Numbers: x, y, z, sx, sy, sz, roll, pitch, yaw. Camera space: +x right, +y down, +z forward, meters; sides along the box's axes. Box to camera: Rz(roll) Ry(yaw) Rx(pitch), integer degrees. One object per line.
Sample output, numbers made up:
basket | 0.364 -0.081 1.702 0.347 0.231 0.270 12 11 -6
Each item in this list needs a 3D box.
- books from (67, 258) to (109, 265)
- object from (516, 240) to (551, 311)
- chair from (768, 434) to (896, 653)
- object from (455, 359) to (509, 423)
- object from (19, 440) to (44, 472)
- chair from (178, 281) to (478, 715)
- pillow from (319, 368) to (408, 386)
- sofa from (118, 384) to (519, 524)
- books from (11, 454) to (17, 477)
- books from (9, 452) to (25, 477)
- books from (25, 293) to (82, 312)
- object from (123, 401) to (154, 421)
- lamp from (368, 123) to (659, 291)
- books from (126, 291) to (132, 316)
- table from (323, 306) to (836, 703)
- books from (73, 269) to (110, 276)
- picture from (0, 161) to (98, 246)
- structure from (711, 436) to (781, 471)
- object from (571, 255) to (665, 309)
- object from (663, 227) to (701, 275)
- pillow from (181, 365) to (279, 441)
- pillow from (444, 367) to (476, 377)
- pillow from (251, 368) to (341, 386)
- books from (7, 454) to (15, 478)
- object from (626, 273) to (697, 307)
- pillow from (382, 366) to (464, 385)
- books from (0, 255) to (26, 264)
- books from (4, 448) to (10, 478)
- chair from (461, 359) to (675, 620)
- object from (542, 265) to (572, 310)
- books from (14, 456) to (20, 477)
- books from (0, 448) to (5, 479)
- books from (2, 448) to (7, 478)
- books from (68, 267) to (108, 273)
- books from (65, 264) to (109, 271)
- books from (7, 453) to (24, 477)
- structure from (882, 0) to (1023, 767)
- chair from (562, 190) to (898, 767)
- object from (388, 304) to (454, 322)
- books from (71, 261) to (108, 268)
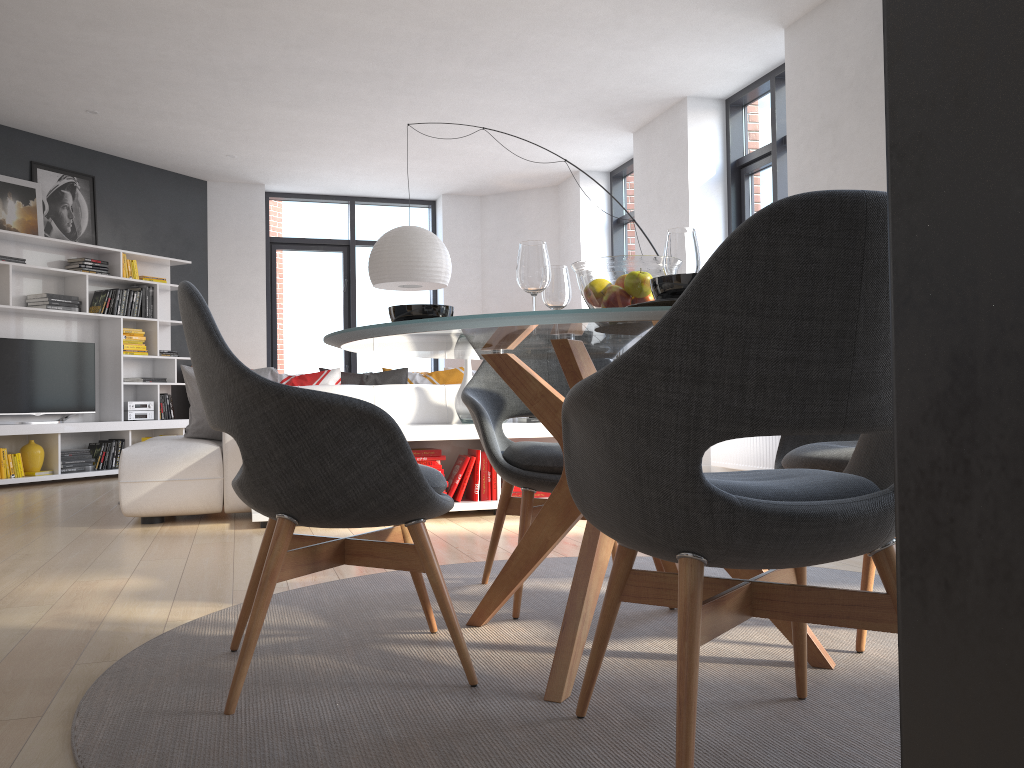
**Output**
books | -3.785 -1.086 7.914 0.209 0.030 0.266 -1 -1 21
object | 0.052 -0.225 2.100 0.083 0.220 0.083 -1 -1 11
chair | 1.045 0.202 2.422 0.619 0.891 0.655 -1 -1 -16
object | -0.166 0.023 5.035 0.316 0.398 0.319 -1 -1 7
object | -3.937 0.589 7.270 0.185 0.257 0.185 -1 -1 5
chair | -0.439 0.219 2.051 0.619 0.891 0.655 -1 -1 -16
pillow | -0.163 0.099 5.678 2.120 0.436 0.608 0 -1 -21
sofa | -0.797 0.392 6.324 3.424 0.732 2.614 -1 -1 -17
books | -4.012 0.651 7.077 0.134 0.187 0.046 -2 -1 28
books | -3.991 0.649 7.143 0.149 0.193 0.046 -2 -1 29
books | -3.937 -0.687 7.621 0.277 0.137 0.343 -1 -1 23
object | -3.533 0.252 8.248 0.270 0.174 0.285 -2 -1 28
lamp | 0.515 -0.593 6.042 3.199 2.647 0.710 -1 -1 19
books | -3.580 -0.732 8.175 0.172 0.242 0.069 -2 -1 29
table | 0.298 0.266 2.224 1.499 0.764 1.499 0 -1 -28
books | -3.777 -0.981 7.907 0.214 0.030 0.284 -2 -1 31
picture | -4.111 -1.566 7.582 0.076 0.707 1.279 -2 -1 28
structure | 1.714 0.487 6.297 0.110 0.460 1.015 -1 -1 -17
object | 0.288 -0.208 2.221 0.278 0.184 0.278 -1 -1 -9
object | 0.378 -0.232 1.970 0.083 0.220 0.083 -2 -1 33
pillow | -0.663 0.107 5.862 2.953 0.453 0.647 0 -1 -29
pillow | -0.014 0.111 6.546 0.580 0.456 2.156 -1 -1 9
pillow | -0.472 0.128 5.573 2.250 0.449 0.575 -1 -1 -20
books | -4.029 0.651 7.062 0.138 0.188 0.056 -2 -1 28
object | 0.347 -0.166 1.710 0.258 0.074 0.258 -1 -1 2
pillow | -0.129 0.126 6.249 0.630 0.440 2.095 -2 -1 30
books | -4.156 -0.998 7.180 0.250 0.047 0.310 -1 -1 23
books | -4.065 0.627 7.044 0.172 0.235 0.056 -1 -1 27
chair | 0.172 0.224 2.831 0.655 0.891 0.619 -1 -1 -11
object | 0.125 -0.218 2.480 0.083 0.220 0.083 -2 -2 45
books | -3.992 0.661 7.088 0.113 0.169 0.049 -1 -1 27
books | -4.065 0.624 6.982 0.169 0.240 0.043 -1 -1 27
books | -4.071 0.626 7.012 0.171 0.235 0.043 -1 -1 26
books | -3.781 -1.006 7.907 0.189 0.020 0.264 -1 -1 26
books | -3.798 -1.031 7.920 0.214 0.030 0.284 -2 -1 31
books | -3.994 0.649 7.118 0.148 0.193 0.067 -2 -1 29
structure | 0.753 -2.557 0.522 1.500 6.351 0.722 -1 -1 -17
chair | 0.411 0.193 1.464 0.655 0.891 0.619 -1 -1 -11
object | -0.219 -0.148 2.153 0.258 0.074 0.258 0 -1 -37
books | -3.773 -1.060 7.911 0.180 0.026 0.246 -2 -1 30
